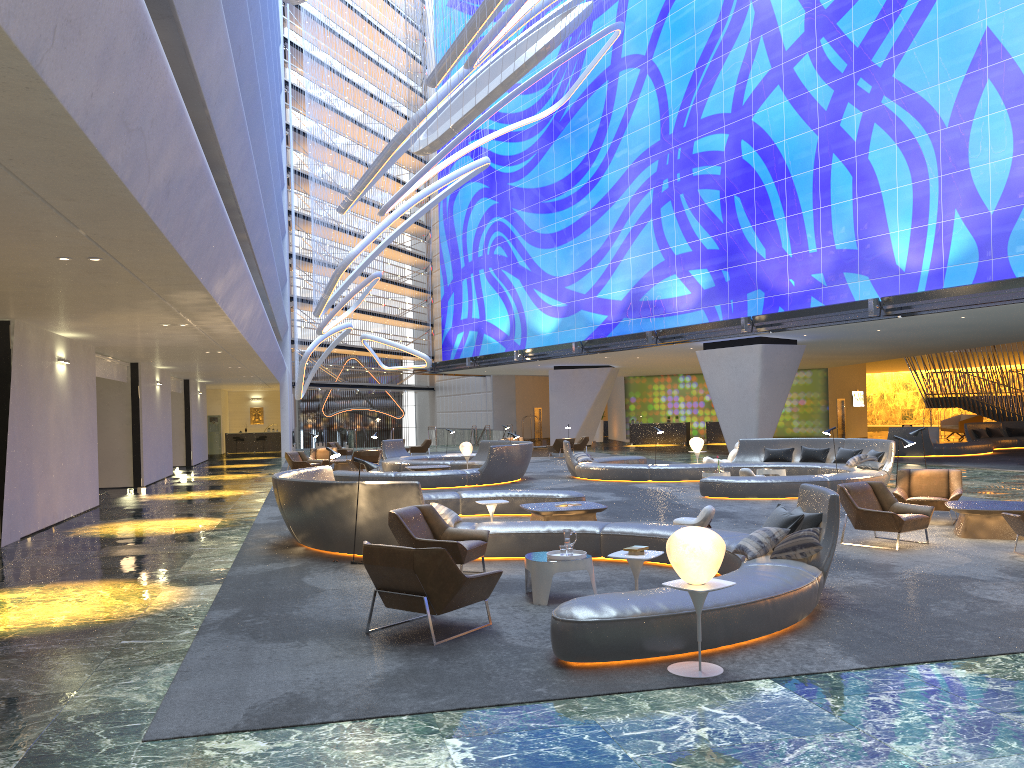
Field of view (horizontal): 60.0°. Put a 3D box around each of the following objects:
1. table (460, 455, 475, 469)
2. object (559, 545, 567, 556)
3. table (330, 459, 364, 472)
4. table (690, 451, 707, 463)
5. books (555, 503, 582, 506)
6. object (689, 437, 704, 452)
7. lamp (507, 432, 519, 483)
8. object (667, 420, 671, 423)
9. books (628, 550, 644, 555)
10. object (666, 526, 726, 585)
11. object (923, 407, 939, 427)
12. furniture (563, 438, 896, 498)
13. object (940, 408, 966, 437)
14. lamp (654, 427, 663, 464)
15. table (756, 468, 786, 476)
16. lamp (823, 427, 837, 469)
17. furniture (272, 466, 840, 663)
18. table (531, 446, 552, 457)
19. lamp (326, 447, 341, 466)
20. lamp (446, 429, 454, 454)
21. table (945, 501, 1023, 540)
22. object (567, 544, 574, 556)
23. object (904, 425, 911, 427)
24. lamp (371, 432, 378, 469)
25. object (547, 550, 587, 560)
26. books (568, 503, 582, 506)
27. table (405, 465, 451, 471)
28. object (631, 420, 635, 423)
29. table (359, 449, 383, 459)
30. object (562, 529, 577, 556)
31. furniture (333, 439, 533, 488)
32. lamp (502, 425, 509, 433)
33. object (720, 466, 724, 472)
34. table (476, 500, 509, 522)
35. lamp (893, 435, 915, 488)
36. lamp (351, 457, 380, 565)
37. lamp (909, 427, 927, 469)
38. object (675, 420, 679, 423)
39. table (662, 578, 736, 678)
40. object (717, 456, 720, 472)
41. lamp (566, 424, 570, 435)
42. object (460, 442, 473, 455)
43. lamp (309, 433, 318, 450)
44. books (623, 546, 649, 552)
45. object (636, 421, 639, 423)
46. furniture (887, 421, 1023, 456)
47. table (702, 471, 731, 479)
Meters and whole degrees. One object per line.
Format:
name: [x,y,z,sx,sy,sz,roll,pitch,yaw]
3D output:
table: [-1.259,2.329,25.227,0.418,0.595,0.428,-1,-1,-14]
object: [0.483,1.584,8.362,0.071,0.118,0.071,-1,0,-31]
table: [-5.319,2.657,28.688,1.203,0.392,1.204,-1,-2,-13]
table: [5.050,2.136,24.163,0.418,0.595,0.428,-1,-1,-39]
books: [0.833,1.784,13.166,0.395,0.039,0.301,-1,-2,1]
object: [5.024,1.644,24.113,0.366,0.387,0.318,-1,-1,-31]
lamp: [0.026,1.881,22.764,0.384,1.300,0.202,-1,0,4]
object: [7.979,1.894,45.068,0.150,0.145,0.150,-2,-1,20]
books: [1.021,1.375,7.272,0.128,0.030,0.182,-2,-2,9]
object: [1.236,1.157,5.971,0.366,0.387,0.318,-1,-1,-31]
object: [21.474,1.898,45.401,0.476,1.664,1.204,-1,0,42]
furniture: [4.874,1.862,21.778,5.184,0.969,9.933,-1,-2,-21]
object: [22.527,1.867,45.255,1.205,1.664,0.476,-1,0,-3]
lamp: [4.009,1.832,24.325,0.202,1.300,0.384,-1,0,-38]
table: [5.730,2.087,19.725,0.673,0.406,0.671,-2,-1,6]
lamp: [7.161,1.608,19.871,0.384,1.300,0.202,-1,0,-20]
furniture: [-0.235,1.640,10.998,5.184,0.969,9.933,-1,-2,-16]
table: [1.081,2.732,35.934,1.203,0.392,1.204,-1,-2,-13]
lamp: [-2.972,1.692,14.654,0.384,1.300,0.202,-1,0,36]
lamp: [-2.156,2.195,30.720,0.384,1.300,0.202,-1,0,4]
table: [6.452,1.813,11.825,1.203,0.392,1.203,-2,-2,23]
object: [0.551,1.584,8.404,0.071,0.118,0.071,-2,-1,45]
object: [14.398,1.674,32.260,0.318,0.387,0.367,-1,-1,-6]
lamp: [-4.195,2.134,27.287,0.202,1.300,0.384,-1,0,3]
object: [0.521,1.629,8.454,0.381,0.038,0.381,-1,-2,-21]
books: [0.933,1.787,13.149,0.133,0.012,0.189,-1,-2,-23]
table: [-2.267,2.426,23.926,1.203,0.392,1.204,-1,-2,-13]
object: [6.255,1.960,45.829,0.149,0.150,0.149,-2,-1,21]
table: [-5.766,2.949,37.315,1.203,0.392,1.203,-2,-2,5]
object: [0.544,1.520,8.501,0.131,0.252,0.103,-1,0,-30]
furniture: [-1.853,2.172,26.055,5.185,0.969,9.931,-2,-2,4]
lamp: [-0.284,2.352,37.000,0.384,1.300,0.202,-1,0,4]
object: [4.542,1.837,19.149,0.071,0.118,0.151,-1,-1,-3]
table: [-0.263,1.869,11.863,0.418,0.595,0.428,-1,-1,-17]
lamp: [5.948,1.430,13.477,0.384,1.300,0.202,-1,0,39]
lamp: [-1.784,1.536,10.773,0.384,1.300,0.202,-1,0,-13]
lamp: [8.123,1.511,17.657,0.384,1.300,0.202,-1,0,31]
object: [8.365,1.880,44.936,0.150,0.145,0.150,-2,-1,20]
table: [1.263,1.649,6.021,0.418,0.595,0.428,-1,-1,-39]
object: [4.439,1.717,19.032,0.076,0.356,0.066,-1,0,44]
lamp: [2.204,2.209,34.533,0.202,1.300,0.384,-1,0,3]
object: [-1.306,1.838,25.188,0.367,0.387,0.318,-1,-1,-6]
lamp: [-6.684,2.277,29.754,0.384,1.300,0.202,-1,0,4]
books: [1.017,1.349,7.270,0.133,0.022,0.189,-3,-2,38]
object: [6.484,1.971,45.737,0.108,0.108,0.111,-2,-1,21]
furniture: [16.460,1.876,31.151,9.927,0.969,5.187,-2,-2,4]
table: [4.340,2.102,19.120,0.671,0.406,0.673,-3,-2,39]
